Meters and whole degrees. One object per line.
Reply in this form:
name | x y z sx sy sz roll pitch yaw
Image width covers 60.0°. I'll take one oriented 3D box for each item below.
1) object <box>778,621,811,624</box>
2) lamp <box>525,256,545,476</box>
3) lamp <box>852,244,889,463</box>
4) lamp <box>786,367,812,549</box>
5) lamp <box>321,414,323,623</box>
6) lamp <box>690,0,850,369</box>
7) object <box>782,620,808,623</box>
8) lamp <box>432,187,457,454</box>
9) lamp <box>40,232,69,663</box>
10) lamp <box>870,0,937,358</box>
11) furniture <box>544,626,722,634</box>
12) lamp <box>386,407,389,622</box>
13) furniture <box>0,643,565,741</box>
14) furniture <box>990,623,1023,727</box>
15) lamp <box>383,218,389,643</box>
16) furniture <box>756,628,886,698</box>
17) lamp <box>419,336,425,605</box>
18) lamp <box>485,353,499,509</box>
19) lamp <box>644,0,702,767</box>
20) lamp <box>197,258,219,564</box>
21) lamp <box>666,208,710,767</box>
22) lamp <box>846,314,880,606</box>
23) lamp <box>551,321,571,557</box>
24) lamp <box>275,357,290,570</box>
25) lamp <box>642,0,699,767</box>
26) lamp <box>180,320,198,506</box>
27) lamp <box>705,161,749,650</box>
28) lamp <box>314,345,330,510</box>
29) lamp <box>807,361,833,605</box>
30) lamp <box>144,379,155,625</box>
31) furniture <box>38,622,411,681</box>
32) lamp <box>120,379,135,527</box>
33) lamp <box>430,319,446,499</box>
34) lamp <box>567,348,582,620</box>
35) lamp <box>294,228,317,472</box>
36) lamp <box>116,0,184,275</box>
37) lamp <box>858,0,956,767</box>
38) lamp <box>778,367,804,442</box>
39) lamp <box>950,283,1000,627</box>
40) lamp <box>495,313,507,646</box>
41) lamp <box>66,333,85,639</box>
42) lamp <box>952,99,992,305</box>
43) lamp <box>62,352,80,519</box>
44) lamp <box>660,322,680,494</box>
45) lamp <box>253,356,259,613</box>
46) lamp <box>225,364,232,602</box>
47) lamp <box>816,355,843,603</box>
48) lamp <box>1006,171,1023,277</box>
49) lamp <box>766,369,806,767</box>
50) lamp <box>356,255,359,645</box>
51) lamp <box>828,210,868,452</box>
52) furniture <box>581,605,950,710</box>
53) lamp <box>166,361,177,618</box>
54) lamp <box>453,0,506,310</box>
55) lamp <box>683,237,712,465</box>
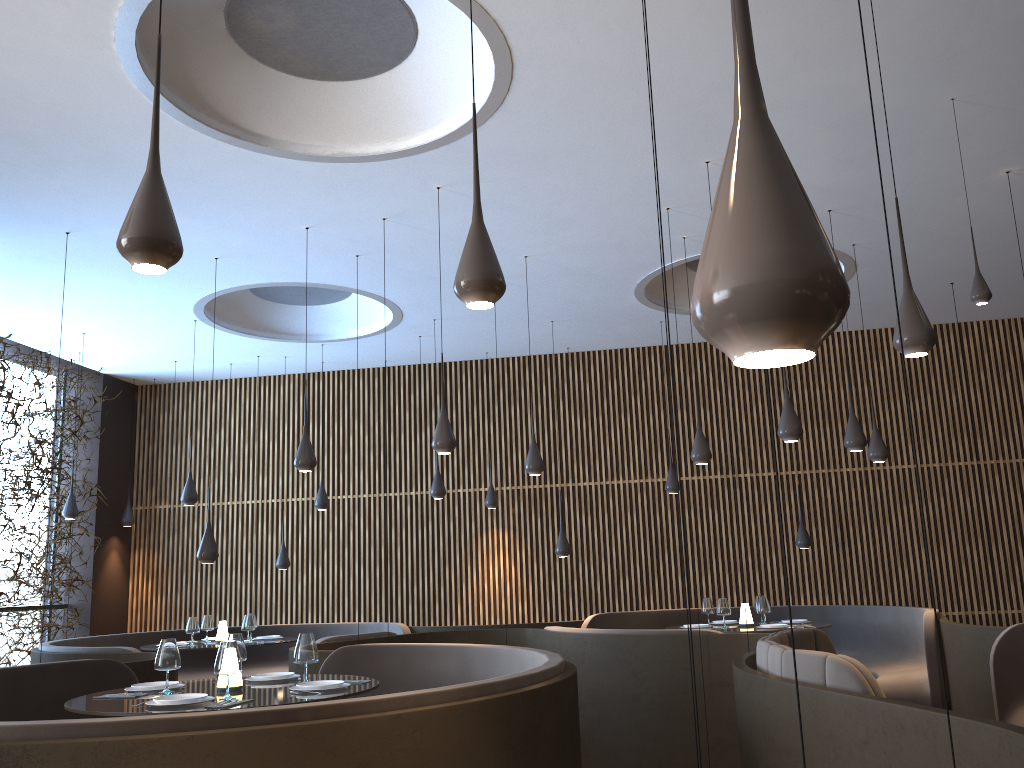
object | 2.969 2.505 9.309 0.332 0.014 0.333 -1 -13 -6
lamp | 0.181 -0.206 8.781 0.196 2.213 0.196 -13 -15 43
lamp | 3.511 -0.329 8.791 0.196 2.213 0.197 -1 -11 -6
lamp | 3.617 0.625 11.418 0.196 2.946 0.197 -1 -11 -6
lamp | -2.643 2.753 12.320 0.196 6.245 0.196 -7 -12 24
lamp | 0.275 -1.476 1.399 0.196 2.946 0.197 -5 -11 14
object | 2.969 2.496 9.310 0.263 0.029 0.264 -5 -13 13
lamp | -0.570 -0.542 7.141 0.196 2.213 0.196 -13 -15 43
lamp | -3.888 1.703 7.383 0.196 6.245 0.196 6 -14 -35
lamp | 1.911 -1.224 4.492 0.196 2.213 0.196 6 -14 -35
furniture | 1.118 2.754 8.095 0.902 1.042 2.540 7 -15 -38
lamp | -1.727 2.725 12.352 0.196 6.245 0.196 -10 -13 33
furniture | -1.606 2.157 4.876 3.881 1.112 3.809 1 -13 -16
furniture | 4.162 1.744 4.262 1.981 1.042 3.954 -3 -12 6
lamp | -1.030 1.585 7.336 0.196 6.245 0.196 -13 -15 43
furniture | 1.814 1.896 4.717 0.931 1.055 2.543 -5 -13 14
lamp | -1.102 2.431 11.130 0.196 6.245 0.196 -7 -12 24
lamp | -0.319 0.639 12.499 0.196 2.213 0.197 -1 -11 -6
lamp | 0.594 0.571 3.046 0.196 6.245 0.196 -10 -13 33
lamp | -2.857 0.208 8.446 0.196 2.946 0.197 -3 -11 4
lamp | 1.512 1.491 7.345 0.196 6.245 0.196 -13 -15 43
lamp | 4.268 2.076 10.446 0.196 6.245 0.196 -7 -12 24
lamp | 0.566 0.647 11.002 0.196 2.946 0.197 -1 -11 -6
lamp | -3.144 1.061 12.237 0.196 2.946 0.197 -1 -11 -6
lamp | 0.800 0.808 4.148 0.196 6.245 0.196 -13 -15 43
lamp | -3.781 0.322 10.484 0.196 2.213 0.197 -1 -11 -6
lamp | 1.675 1.292 6.475 0.196 6.245 0.196 -13 -15 43
lamp | -2.516 0.556 11.753 0.196 2.213 0.197 -1 -11 -6
lamp | 3.816 2.149 10.695 0.196 6.245 0.196 -7 -12 24
lamp | -5.334 2.986 12.912 0.196 6.245 0.196 -10 -13 33
furniture | -2.953 3.229 9.586 3.883 1.042 3.811 1 -13 -14
lamp | -5.709 1.015 13.279 0.196 2.213 0.196 -10 -13 33
lamp | -0.922 0.287 10.810 0.196 2.213 0.197 -1 -11 -6
lamp | 0.912 2.550 12.011 0.196 6.245 0.196 -7 -12 24
lamp | -1.824 -0.332 7.858 0.196 2.213 0.196 -13 -15 43
lamp | -1.170 -1.442 2.973 0.196 2.213 0.197 -5 -11 14
lamp | 1.244 0.461 2.664 0.196 6.245 0.197 -1 -11 -6
lamp | 2.152 -0.634 7.171 0.196 2.213 0.196 -13 -15 43
lamp | 3.863 2.204 6.947 0.196 6.245 0.196 6 -14 -35
lamp | -0.079 1.920 9.003 0.196 6.245 0.196 -7 -12 24
lamp | -5.220 2.434 10.449 0.196 6.245 0.196 -10 -13 33
lamp | 3.139 -1.278 6.116 0.133 1.501 0.133 -3 -11 4
lamp | -5.765 0.665 11.693 0.196 2.213 0.196 -10 -13 33
lamp | 1.972 0.281 11.273 0.196 2.213 0.197 1 -12 -16
lamp | -3.443 2.675 11.834 0.196 6.245 0.196 -7 -12 24
lamp | -3.938 2.773 12.192 0.196 6.245 0.197 -1 -11 -6
lamp | 4.217 2.302 11.452 0.196 6.245 0.196 -10 -13 33
lamp | 4.209 -0.696 7.241 0.196 2.213 0.197 -3 -11 4
lamp | 0.725 0.416 2.371 0.196 6.245 0.197 -1 -11 -6
lamp | -1.421 1.791 8.197 0.196 6.245 0.196 -13 -15 43
lamp | 2.950 -0.503 7.912 0.196 2.213 0.197 -3 -11 4
furniture | 2.900 3.013 9.734 3.945 1.042 1.985 -13 -16 40
lamp | -4.639 2.742 11.934 0.196 6.245 0.196 -10 -13 33
lamp | -0.157 -1.373 3.471 0.196 2.213 0.197 -3 -11 4
lamp | 1.720 -0.342 8.431 0.196 2.213 0.196 -13 -15 43
